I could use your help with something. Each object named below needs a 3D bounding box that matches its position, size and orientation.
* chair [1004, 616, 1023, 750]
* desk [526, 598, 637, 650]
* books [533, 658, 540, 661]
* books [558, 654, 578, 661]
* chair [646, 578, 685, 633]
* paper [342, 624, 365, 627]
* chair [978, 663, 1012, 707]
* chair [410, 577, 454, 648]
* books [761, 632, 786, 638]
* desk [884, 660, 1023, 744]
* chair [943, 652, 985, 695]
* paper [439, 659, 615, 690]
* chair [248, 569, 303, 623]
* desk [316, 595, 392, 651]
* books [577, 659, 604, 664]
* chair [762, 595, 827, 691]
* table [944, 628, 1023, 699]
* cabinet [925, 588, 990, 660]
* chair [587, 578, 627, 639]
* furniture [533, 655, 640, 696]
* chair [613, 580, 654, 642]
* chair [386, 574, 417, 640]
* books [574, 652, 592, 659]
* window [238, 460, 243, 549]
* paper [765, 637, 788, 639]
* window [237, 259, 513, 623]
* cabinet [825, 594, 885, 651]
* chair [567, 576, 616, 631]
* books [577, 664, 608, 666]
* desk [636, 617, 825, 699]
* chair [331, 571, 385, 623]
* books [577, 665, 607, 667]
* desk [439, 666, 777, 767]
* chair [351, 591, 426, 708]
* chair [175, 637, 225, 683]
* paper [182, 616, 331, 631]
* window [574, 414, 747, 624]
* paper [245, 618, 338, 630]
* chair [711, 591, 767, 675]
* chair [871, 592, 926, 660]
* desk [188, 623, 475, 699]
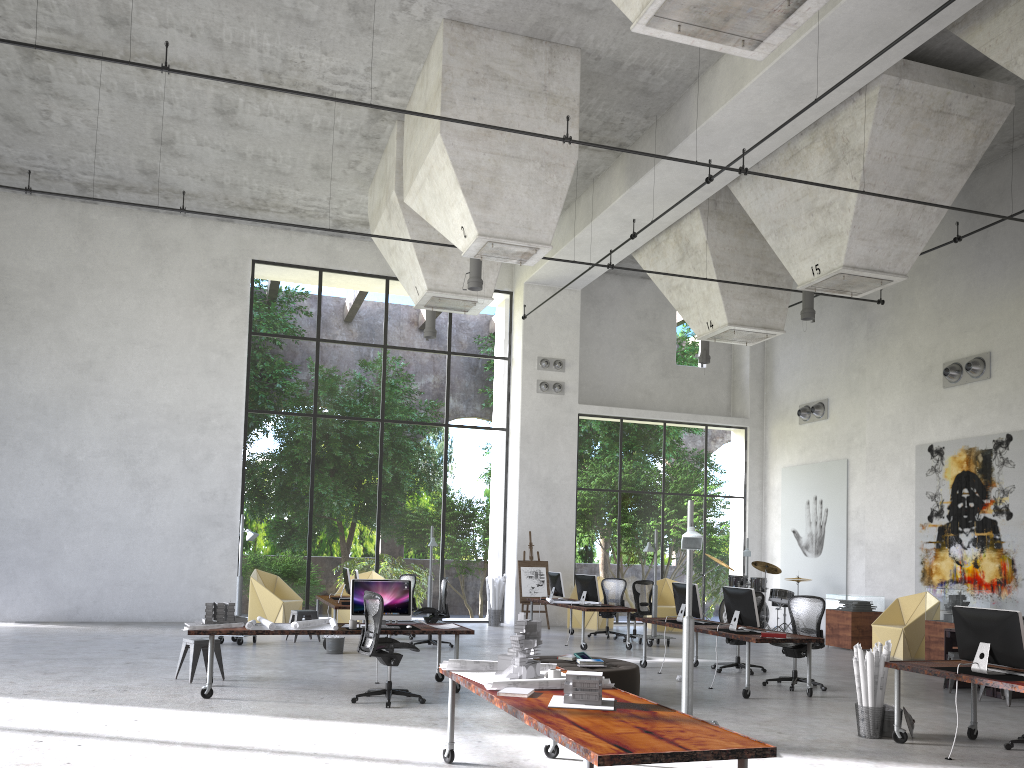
[{"bbox_3d":[4.866,2.691,7.857,0.774,1.173,0.798,5,-6,-29],"label":"chair"},{"bbox_3d":[1.229,4.484,16.518,0.976,0.715,3.171,4,-11,-17],"label":"desk"},{"bbox_3d":[0.194,3.198,10.219,0.175,0.032,0.257,7,-12,-26],"label":"books"},{"bbox_3d":[0.690,3.245,10.426,0.198,0.034,0.288,-4,-12,28],"label":"books"},{"bbox_3d":[3.492,4.926,19.601,0.979,1.158,0.946,1,-6,2],"label":"chair"},{"bbox_3d":[-1.757,2.855,10.364,0.485,0.001,0.435,3,-11,-7],"label":"paper"},{"bbox_3d":[5.929,3.581,10.543,0.438,0.485,0.424,4,-7,-23],"label":"chair"},{"bbox_3d":[-1.356,3.853,14.821,0.796,1.173,0.776,5,-6,-29],"label":"chair"},{"bbox_3d":[3.106,2.981,10.436,0.285,0.051,0.206,-1,-11,14],"label":"books"},{"bbox_3d":[4.365,2.713,6.841,0.965,0.715,3.173,4,-11,-17],"label":"desk"},{"bbox_3d":[5.848,3.739,11.375,0.420,0.484,0.443,0,-7,17],"label":"chair"},{"bbox_3d":[0.078,2.109,6.400,0.979,0.104,1.089,6,-12,-22],"label":"paper"},{"bbox_3d":[-4.804,4.325,17.702,0.934,1.158,0.992,0,-7,18],"label":"chair"},{"bbox_3d":[-2.799,4.131,15.276,0.965,0.715,3.173,4,-11,-17],"label":"desk"},{"bbox_3d":[0.898,3.185,10.078,0.284,0.033,0.201,3,-11,-5],"label":"books"},{"bbox_3d":[3.703,3.335,11.378,0.773,1.173,0.799,-3,-7,41],"label":"chair"},{"bbox_3d":[6.730,3.587,11.210,1.509,0.787,1.622,5,-10,-18],"label":"table"},{"bbox_3d":[7.178,3.934,14.161,0.595,1.243,0.750,3,-5,-18],"label":"cabinet"},{"bbox_3d":[1.950,4.474,17.562,0.770,1.173,0.802,0,-6,21],"label":"chair"},{"bbox_3d":[0.720,3.424,10.170,1.510,0.424,1.529,5,-11,-16],"label":"furniture"},{"bbox_3d":[2.370,4.381,17.017,0.794,1.173,0.778,-2,-7,36],"label":"chair"},{"bbox_3d":[-2.101,4.105,16.242,0.772,1.173,0.800,-2,-7,36],"label":"chair"},{"bbox_3d":[0.841,3.215,10.337,0.145,0.102,0.206,7,-11,-32],"label":"books"},{"bbox_3d":[-2.201,0.474,10.172,100.052,20.198,98.348,11,-14,-41],"label":"window"},{"bbox_3d":[3.138,3.013,10.450,0.290,0.001,0.214,-1,-11,14],"label":"paper"},{"bbox_3d":[-2.923,1.445,19.735,5.975,7.779,0.067,4,-4,-18],"label":"window"},{"bbox_3d":[6.504,4.517,16.676,0.745,1.004,0.743,4,-6,-18],"label":"cabinet"},{"bbox_3d":[1.765,4.880,19.617,0.981,1.158,0.945,-2,-7,31],"label":"chair"},{"bbox_3d":[0.897,3.136,9.796,0.301,0.039,0.223,-2,-11,17],"label":"books"},{"bbox_3d":[2.758,3.609,11.740,0.976,0.715,3.171,4,-11,-17],"label":"desk"},{"bbox_3d":[-3.244,4.544,18.612,0.980,1.158,0.945,-2,-7,28],"label":"chair"},{"bbox_3d":[0.889,3.138,9.771,0.300,0.031,0.223,2,-11,-3],"label":"books"},{"bbox_3d":[0.338,2.360,5.600,0.976,0.715,3.171,4,-11,-17],"label":"desk"},{"bbox_3d":[-1.338,2.829,9.492,0.798,1.173,0.774,7,-8,-44],"label":"chair"},{"bbox_3d":[-3.743,3.309,10.561,0.441,0.484,0.422,8,-9,-44],"label":"chair"},{"bbox_3d":[-2.720,2.713,9.948,0.892,0.102,1.960,-2,-12,21],"label":"paper"},{"bbox_3d":[3.610,3.304,21.027,4.572,4.849,0.020,4,-4,-18],"label":"window"},{"bbox_3d":[-2.485,2.724,9.992,1.078,0.104,0.989,5,-11,-18],"label":"paper"},{"bbox_3d":[3.274,3.595,12.795,0.775,1.173,0.797,5,-7,-34],"label":"chair"},{"bbox_3d":[6.929,4.215,15.390,0.936,1.158,0.990,4,-7,-19],"label":"chair"},{"bbox_3d":[-2.078,3.164,10.140,3.135,0.717,0.986,5,-9,-18],"label":"desk"}]
